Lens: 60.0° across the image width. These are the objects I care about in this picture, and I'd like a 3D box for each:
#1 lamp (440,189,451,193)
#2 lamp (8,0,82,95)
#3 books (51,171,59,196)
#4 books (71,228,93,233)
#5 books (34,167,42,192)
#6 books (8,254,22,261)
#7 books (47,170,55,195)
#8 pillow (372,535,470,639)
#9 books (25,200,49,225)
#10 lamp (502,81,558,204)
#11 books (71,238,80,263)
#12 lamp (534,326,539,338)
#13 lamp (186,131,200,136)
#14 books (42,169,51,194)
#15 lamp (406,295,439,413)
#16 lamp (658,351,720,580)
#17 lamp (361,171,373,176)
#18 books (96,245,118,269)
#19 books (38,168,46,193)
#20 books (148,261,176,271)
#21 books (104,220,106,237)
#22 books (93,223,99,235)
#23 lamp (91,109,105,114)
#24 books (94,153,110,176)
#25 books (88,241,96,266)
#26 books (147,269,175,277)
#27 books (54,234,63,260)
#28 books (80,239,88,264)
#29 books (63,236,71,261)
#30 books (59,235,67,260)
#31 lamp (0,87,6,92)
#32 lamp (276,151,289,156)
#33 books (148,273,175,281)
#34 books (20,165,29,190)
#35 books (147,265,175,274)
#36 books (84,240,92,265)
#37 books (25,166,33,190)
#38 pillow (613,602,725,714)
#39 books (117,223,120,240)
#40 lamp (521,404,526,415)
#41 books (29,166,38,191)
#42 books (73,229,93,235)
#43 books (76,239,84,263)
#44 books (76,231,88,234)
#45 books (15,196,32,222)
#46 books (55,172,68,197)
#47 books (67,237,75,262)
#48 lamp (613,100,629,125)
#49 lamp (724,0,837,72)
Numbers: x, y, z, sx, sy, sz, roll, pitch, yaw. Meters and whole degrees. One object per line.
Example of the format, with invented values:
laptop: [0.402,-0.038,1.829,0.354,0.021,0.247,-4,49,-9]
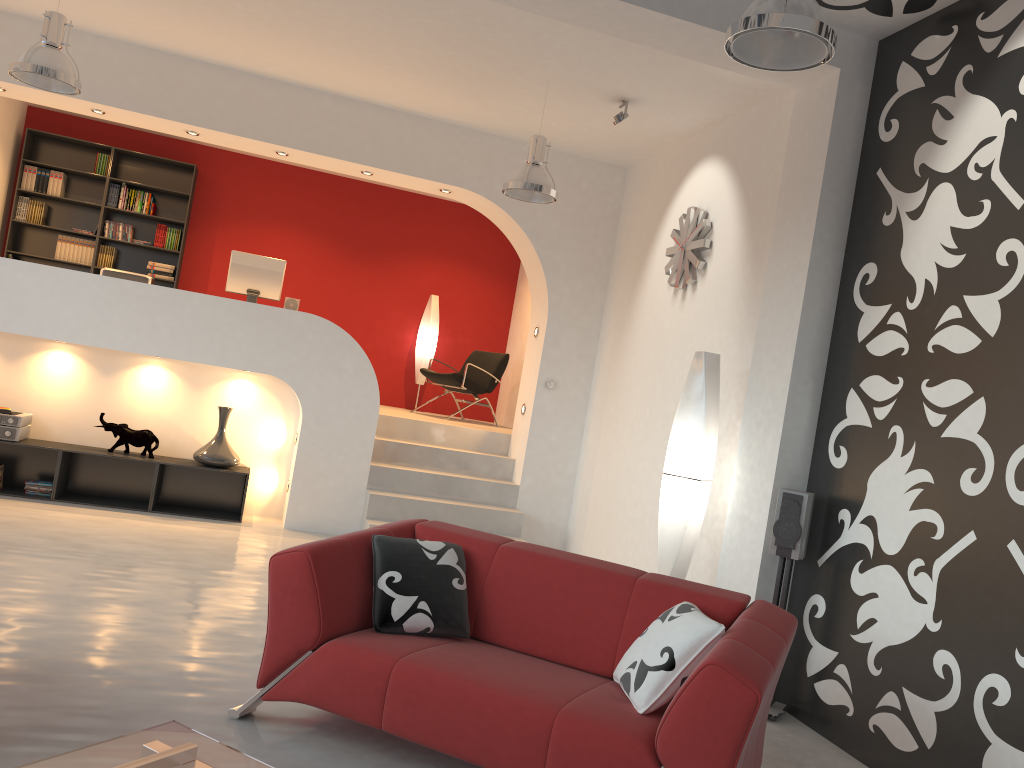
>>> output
lamp: [-0.572,-1.659,7.638,0.105,0.011,0.105,10,-1,-27]
lamp: [-2.667,-2.155,5.195,0.379,0.800,0.379,10,-1,-45]
books: [-4.706,-2.052,9.174,0.040,0.260,0.200,10,-1,-16]
books: [-4.490,-1.600,9.271,0.190,0.015,0.135,10,-1,-16]
books: [-4.860,-2.079,9.129,0.040,0.260,0.200,10,-1,-16]
books: [-4.987,-1.151,9.112,0.341,0.286,0.231,10,-1,-16]
books: [-4.745,-2.059,9.162,0.040,0.260,0.200,10,-1,-16]
pillow: [-0.360,0.798,3.499,0.402,0.343,0.288,10,-1,-24]
books: [-4.897,-1.753,9.141,0.146,0.240,0.170,10,-1,-16]
lamp: [0.184,-1.669,6.026,0.379,0.800,0.379,10,-1,-45]
books: [-4.532,-1.381,9.246,0.040,0.260,0.200,10,-1,-16]
lamp: [0.216,-0.464,7.902,0.011,0.105,0.105,10,-1,-16]
lamp: [-2.544,-1.996,7.063,0.105,0.011,0.105,10,-1,-27]
books: [-4.784,-2.066,9.151,0.040,0.260,0.200,10,-1,-16]
lamp: [-1.003,-0.354,10.210,0.237,1.349,0.237,10,-1,-8]
lamp: [0.988,0.698,5.121,0.313,1.779,0.313,10,-1,-8]
lamp: [-1.217,-1.769,7.450,0.105,0.011,0.105,10,-1,-27]
books: [-4.263,-1.325,9.336,0.146,0.240,0.170,10,-1,-16]
books: [-4.822,-2.072,9.140,0.040,0.260,0.200,10,-1,-16]
books: [-3.726,-1.254,9.454,0.260,0.040,0.200,10,-1,-16]
books: [-4.273,-1.622,9.332,0.031,0.190,0.135,10,-1,-16]
books: [-4.345,-1.632,9.311,0.063,0.187,0.135,10,-1,-16]
lamp: [-3.207,-2.109,6.870,0.105,0.011,0.105,10,-1,-27]
books: [-4.278,-2.274,9.301,0.146,0.240,0.170,10,-1,-16]
books: [-4.378,-1.355,9.290,0.040,0.260,0.200,10,-1,-16]
books: [-3.747,-1.176,9.460,0.260,0.040,0.200,10,-1,-16]
books: [-4.685,-1.407,9.201,0.040,0.260,0.200,10,-1,-16]
books: [-4.455,-1.368,9.268,0.040,0.260,0.200,10,-1,-16]
books: [-4.609,-1.394,9.223,0.040,0.260,0.200,10,-1,-16]
books: [-4.647,-1.401,9.212,0.040,0.260,0.200,10,-1,-16]
lamp: [-3.870,-2.222,6.676,0.105,0.011,0.105,10,-1,-12]
lamp: [-1.881,-1.882,7.256,0.105,0.011,0.105,10,-1,-27]
books: [-3.737,-1.134,9.468,0.260,0.040,0.200,10,-1,-15]
books: [-4.975,-2.098,9.095,0.040,0.260,0.200,10,-1,-16]
books: [-3.744,-1.216,9.459,0.260,0.040,0.200,10,-1,-17]
books: [-4.416,-1.361,9.279,0.040,0.260,0.200,10,-1,-16]
books: [-4.937,-2.092,9.106,0.040,0.260,0.200,10,-1,-16]
pillow: [0.538,0.942,3.089,0.288,0.343,0.402,10,-1,-9]
books: [-4.145,-1.600,9.370,0.031,0.190,0.135,10,-1,-16]
lamp: [0.101,0.225,7.892,0.011,0.105,0.105,10,-1,-16]
books: [-4.899,-2.085,9.118,0.040,0.260,0.200,10,-1,-16]
books: [-4.475,-1.582,9.276,0.190,0.015,0.135,10,-1,-16]
books: [-4.494,-1.375,9.257,0.040,0.260,0.200,10,-1,-16]
books: [-4.485,-1.569,9.274,0.190,0.015,0.135,10,-1,-16]
books: [-5.010,-1.781,9.108,0.090,0.256,0.181,10,-1,-16]
books: [-4.668,-2.046,9.185,0.040,0.260,0.200,10,-1,-16]
books: [-4.570,-1.388,9.234,0.040,0.260,0.200,10,-1,-16]
lamp: [0.764,-1.882,6.173,0.112,0.176,0.118,9,-1,26]
lamp: [1.008,-1.574,3.143,0.379,0.800,0.379,10,-1,-23]
